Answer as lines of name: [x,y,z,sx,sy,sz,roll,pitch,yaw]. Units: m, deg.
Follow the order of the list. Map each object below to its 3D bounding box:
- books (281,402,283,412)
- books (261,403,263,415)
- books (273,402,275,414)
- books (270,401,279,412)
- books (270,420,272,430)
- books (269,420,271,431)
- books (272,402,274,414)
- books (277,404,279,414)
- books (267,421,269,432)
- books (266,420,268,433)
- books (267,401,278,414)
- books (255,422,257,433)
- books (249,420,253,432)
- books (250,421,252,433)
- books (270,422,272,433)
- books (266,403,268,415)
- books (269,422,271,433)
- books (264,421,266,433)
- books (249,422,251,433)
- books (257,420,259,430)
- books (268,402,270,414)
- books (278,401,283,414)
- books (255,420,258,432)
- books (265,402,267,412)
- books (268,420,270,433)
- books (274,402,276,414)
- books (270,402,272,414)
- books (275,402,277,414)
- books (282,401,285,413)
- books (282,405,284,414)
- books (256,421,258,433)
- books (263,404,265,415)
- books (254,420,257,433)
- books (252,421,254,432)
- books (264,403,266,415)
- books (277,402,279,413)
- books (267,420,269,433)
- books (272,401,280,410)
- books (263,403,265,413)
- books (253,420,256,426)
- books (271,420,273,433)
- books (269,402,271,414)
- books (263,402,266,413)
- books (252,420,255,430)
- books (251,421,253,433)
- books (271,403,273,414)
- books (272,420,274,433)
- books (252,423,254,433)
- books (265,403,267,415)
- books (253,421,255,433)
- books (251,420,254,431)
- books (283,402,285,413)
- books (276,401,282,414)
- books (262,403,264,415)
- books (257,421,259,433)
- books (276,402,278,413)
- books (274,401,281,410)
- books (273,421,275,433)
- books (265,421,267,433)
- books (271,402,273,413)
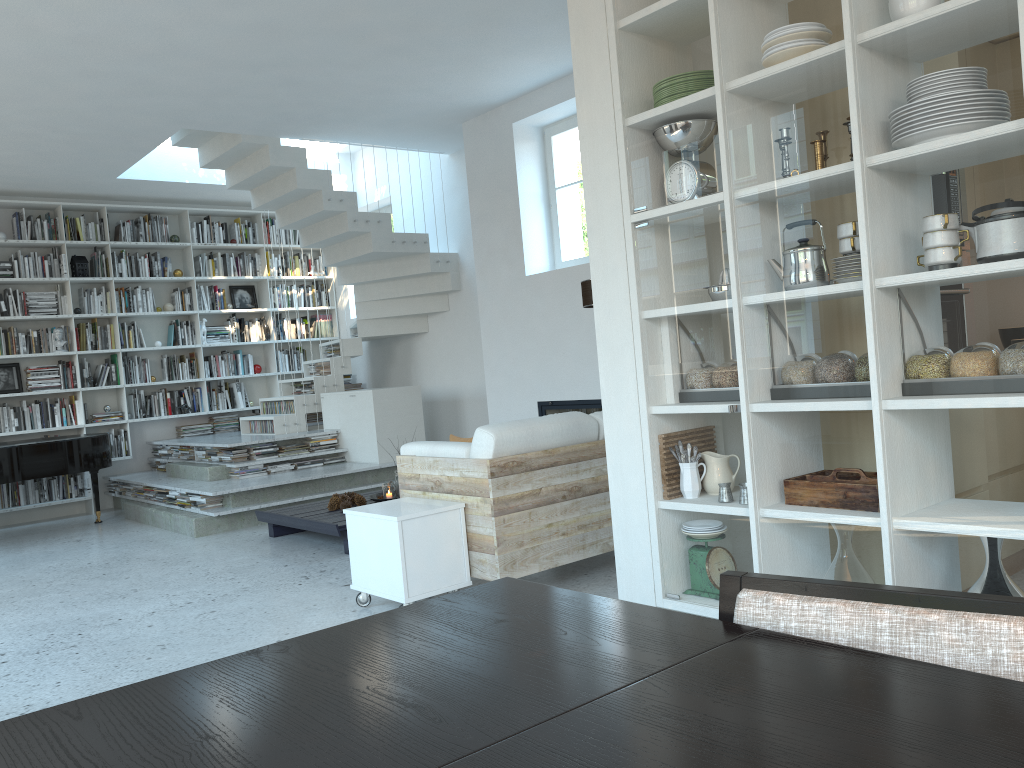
books: [-2.272,0.236,8.994,0.125,0.125,0.009,-6,2,-39]
books: [-2.584,0.256,9.374,0.125,0.125,0.009,-6,2,-39]
books: [-2.395,0.244,9.144,0.125,0.125,0.007,-6,2,-39]
books: [-2.453,0.247,9.214,0.125,0.125,0.008,-6,2,-39]
books: [-2.354,0.421,8.886,0.125,0.125,0.012,-6,2,-39]
books: [-2.370,0.422,8.905,0.125,0.125,0.008,-6,2,-39]
books: [-2.413,0.245,9.166,0.125,0.125,0.012,-6,2,-39]
books: [-2.339,0.240,9.075,0.125,0.125,0.008,-6,2,-39]
books: [-2.401,0.424,8.943,0.125,0.125,0.008,-6,2,-39]
books: [-2.420,0.425,8.967,0.125,0.125,0.008,-6,2,-39]
books: [-2.487,0.250,9.256,0.125,0.125,0.007,-6,2,-39]
books: [-2.592,0.436,9.176,0.125,0.125,0.007,-6,2,-39]
books: [-2.683,0.441,9.288,0.125,0.125,0.008,-6,2,-39]
books: [-2.671,0.441,9.273,0.125,0.125,0.009,-6,2,-39]
books: [-2.360,0.421,8.893,0.125,0.125,0.010,-6,2,-39]
books: [-2.506,0.251,9.279,0.125,0.125,0.010,-6,2,-39]
books: [-2.375,0.422,8.912,0.125,0.125,0.011,-6,2,-39]
books: [-2.449,0.427,9.002,0.125,0.125,0.008,-6,2,-39]
books: [-2.688,0.442,9.293,0.125,0.125,0.008,-6,2,-39]
books: [-2.568,0.434,9.147,0.125,0.125,0.008,-6,2,-39]
books: [-2.472,0.249,9.238,0.125,0.125,0.007,-6,2,-39]
books: [-2.320,0.239,9.052,0.125,0.125,0.008,-6,2,-39]
books: [-2.587,0.435,9.171,0.125,0.125,0.007,-6,2,-39]
books: [-2.531,0.252,9.310,0.125,0.125,0.007,-6,2,-39]
books: [-2.386,0.423,8.925,0.125,0.125,0.008,-6,2,-39]
books: [-2.382,0.243,9.127,0.125,0.125,0.014,-6,2,-39]
books: [-2.443,0.247,9.202,0.125,0.125,0.007,-6,2,-39]
books: [-2.364,0.242,9.106,0.125,0.125,0.007,-6,2,-39]
books: [-2.261,0.235,8.980,0.125,0.125,0.012,-6,2,-39]
books: [-2.267,0.236,8.988,0.125,0.125,0.007,-6,2,-39]
books: [-2.573,0.434,9.154,0.125,0.125,0.007,-6,2,-39]
books: [-2.555,0.254,9.339,0.125,0.125,0.008,-6,2,-39]
books: [-2.607,0.436,9.194,0.125,0.125,0.008,-6,2,-39]
books: [-2.636,0.438,9.230,0.125,0.125,0.009,-6,2,-39]
books: [-2.537,0.253,9.317,0.125,0.125,0.008,-6,2,-39]
books: [-2.334,0.240,9.069,0.125,0.125,0.008,-6,2,-39]
books: [-2.405,0.424,8.949,0.125,0.125,0.008,-6,2,-39]
books: [-2.420,0.245,9.174,0.125,0.125,0.008,-6,2,-39]
books: [-2.549,0.253,9.332,0.125,0.125,0.010,-6,2,-39]
books: [-2.626,0.438,9.218,0.125,0.125,0.007,-6,2,-39]
books: [-2.342,0.420,8.871,0.125,0.125,0.007,-6,2,-39]
books: [-2.458,0.248,9.220,0.125,0.125,0.008,-6,2,-39]
books: [-2.565,0.254,9.351,0.125,0.125,0.009,-6,2,-39]
books: [-2.647,0.439,9.243,0.125,0.125,0.010,-6,2,-39]
books: [-2.652,0.439,9.250,0.125,0.125,0.008,-6,2,-39]
books: [-2.429,0.246,9.185,0.125,0.125,0.008,-6,2,-39]
books: [-2.328,0.419,8.854,0.125,0.125,0.008,-6,2,-39]
books: [-2.641,0.439,9.237,0.125,0.125,0.007,-6,2,-39]
books: [-2.522,0.252,9.299,0.125,0.125,0.007,-6,2,-39]
books: [-2.621,0.437,9.212,0.125,0.125,0.008,-6,2,-39]
books: [-2.666,0.440,9.267,0.125,0.125,0.007,-6,2,-39]
books: [-2.246,0.234,8.961,0.125,0.125,0.009,-6,2,-39]
books: [-2.354,0.241,9.094,0.125,0.125,0.010,-6,2,-39]
books: [-2.570,0.255,9.357,0.125,0.125,0.008,-6,2,-39]
books: [-2.558,0.433,9.135,0.125,0.125,0.007,-6,2,-39]
books: [-2.348,0.241,9.086,0.125,0.125,0.008,-6,2,-39]
books: [-2.389,0.243,9.136,0.125,0.125,0.010,-6,2,-39]
books: [-2.317,0.418,8.840,0.125,0.125,0.010,-6,2,-39]
books: [-2.435,0.426,8.985,0.125,0.125,0.008,-6,2,-39]
books: [-2.424,0.246,9.179,0.125,0.125,0.008,-6,2,-39]
